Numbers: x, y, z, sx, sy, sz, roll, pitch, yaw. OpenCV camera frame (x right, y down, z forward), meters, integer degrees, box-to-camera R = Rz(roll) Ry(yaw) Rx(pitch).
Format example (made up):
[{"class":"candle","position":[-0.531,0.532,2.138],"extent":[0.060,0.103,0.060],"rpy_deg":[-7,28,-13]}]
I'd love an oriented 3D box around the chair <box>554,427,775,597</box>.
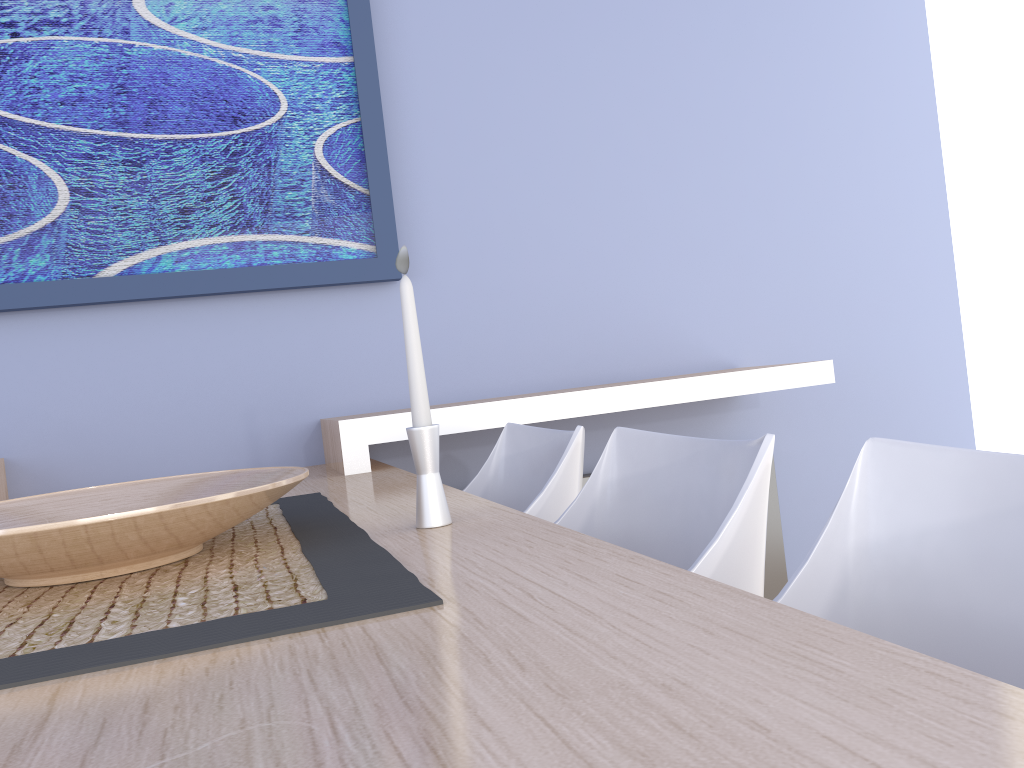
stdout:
[{"class":"chair","position":[0.117,0.474,1.157],"extent":[0.486,0.793,0.510],"rpy_deg":[-7,0,-17]}]

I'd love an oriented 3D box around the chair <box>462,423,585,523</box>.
[{"class":"chair","position":[-0.056,0.491,1.718],"extent":[0.486,0.793,0.510],"rpy_deg":[-7,0,-17]}]

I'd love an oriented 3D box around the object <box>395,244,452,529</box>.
[{"class":"object","position":[-0.117,0.001,1.096],"extent":[0.045,0.349,0.045],"rpy_deg":[-7,0,-17]}]

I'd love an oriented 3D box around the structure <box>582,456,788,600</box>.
[{"class":"structure","position":[-1.003,0.661,2.181],"extent":[3.843,0.503,0.064],"rpy_deg":[-7,0,-17]}]

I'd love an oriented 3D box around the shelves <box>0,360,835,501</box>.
[{"class":"shelves","position":[-1.023,0.579,1.988],"extent":[3.901,0.840,0.463],"rpy_deg":[-7,0,-17]}]

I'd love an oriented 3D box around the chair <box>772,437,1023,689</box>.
[{"class":"chair","position":[0.292,0.456,0.588],"extent":[0.486,0.793,0.510],"rpy_deg":[-7,0,-17]}]

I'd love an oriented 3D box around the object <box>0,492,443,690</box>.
[{"class":"object","position":[-0.483,0.218,1.069],"extent":[0.594,0.005,0.986],"rpy_deg":[-7,0,-18]}]

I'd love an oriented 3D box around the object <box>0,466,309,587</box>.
[{"class":"object","position":[-0.492,0.177,1.070],"extent":[0.493,0.081,0.493],"rpy_deg":[-7,0,1]}]

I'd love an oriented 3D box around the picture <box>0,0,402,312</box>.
[{"class":"picture","position":[-0.951,-0.663,2.239],"extent":[1.252,0.901,0.049],"rpy_deg":[-7,0,-17]}]

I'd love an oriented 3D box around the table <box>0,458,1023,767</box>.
[{"class":"table","position":[-0.481,0.581,1.170],"extent":[1.002,0.718,2.340],"rpy_deg":[-7,0,-17]}]
